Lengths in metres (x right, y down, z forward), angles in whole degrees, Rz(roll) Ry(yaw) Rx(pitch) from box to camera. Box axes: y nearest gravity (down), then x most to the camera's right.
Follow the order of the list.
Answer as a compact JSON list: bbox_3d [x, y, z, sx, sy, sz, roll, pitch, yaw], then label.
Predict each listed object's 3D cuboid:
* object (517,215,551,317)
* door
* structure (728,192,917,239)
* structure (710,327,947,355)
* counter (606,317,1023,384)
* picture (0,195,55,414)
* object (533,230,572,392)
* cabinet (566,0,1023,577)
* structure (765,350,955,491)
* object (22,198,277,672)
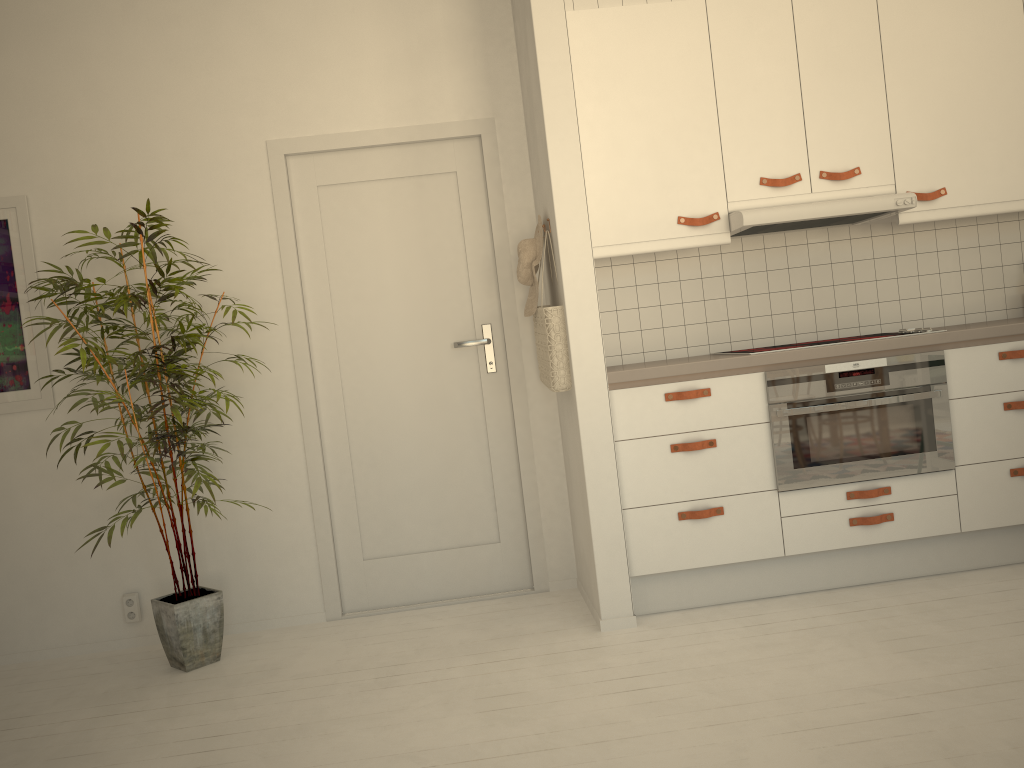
[{"bbox_3d":[0.082,-0.460,3.473,0.136,0.385,0.335,-7,2,-4],"label":"object"},{"bbox_3d":[-0.433,-0.062,3.809,0.955,2.032,0.166,-7,2,-4],"label":"door"},{"bbox_3d":[1.190,-0.678,3.592,0.681,0.073,0.482,-7,2,-4],"label":"structure"},{"bbox_3d":[1.243,-0.155,3.564,0.763,0.057,0.504,-7,2,-4],"label":"structure"},{"bbox_3d":[2.804,-0.219,2.535,4.845,0.163,2.857,-7,2,-4],"label":"counter"},{"bbox_3d":[-2.341,-0.287,3.611,0.822,0.876,0.012,-7,2,-4],"label":"picture"},{"bbox_3d":[0.144,-0.276,3.435,0.093,0.612,0.439,-7,2,-4],"label":"object"},{"bbox_3d":[2.758,-0.614,2.522,4.845,2.159,2.853,-7,2,-4],"label":"cabinet"},{"bbox_3d":[1.280,0.125,3.624,0.682,0.447,0.704,-7,2,-4],"label":"structure"},{"bbox_3d":[-1.815,0.292,3.090,2.089,1.711,0.778,-8,2,-23],"label":"object"}]
